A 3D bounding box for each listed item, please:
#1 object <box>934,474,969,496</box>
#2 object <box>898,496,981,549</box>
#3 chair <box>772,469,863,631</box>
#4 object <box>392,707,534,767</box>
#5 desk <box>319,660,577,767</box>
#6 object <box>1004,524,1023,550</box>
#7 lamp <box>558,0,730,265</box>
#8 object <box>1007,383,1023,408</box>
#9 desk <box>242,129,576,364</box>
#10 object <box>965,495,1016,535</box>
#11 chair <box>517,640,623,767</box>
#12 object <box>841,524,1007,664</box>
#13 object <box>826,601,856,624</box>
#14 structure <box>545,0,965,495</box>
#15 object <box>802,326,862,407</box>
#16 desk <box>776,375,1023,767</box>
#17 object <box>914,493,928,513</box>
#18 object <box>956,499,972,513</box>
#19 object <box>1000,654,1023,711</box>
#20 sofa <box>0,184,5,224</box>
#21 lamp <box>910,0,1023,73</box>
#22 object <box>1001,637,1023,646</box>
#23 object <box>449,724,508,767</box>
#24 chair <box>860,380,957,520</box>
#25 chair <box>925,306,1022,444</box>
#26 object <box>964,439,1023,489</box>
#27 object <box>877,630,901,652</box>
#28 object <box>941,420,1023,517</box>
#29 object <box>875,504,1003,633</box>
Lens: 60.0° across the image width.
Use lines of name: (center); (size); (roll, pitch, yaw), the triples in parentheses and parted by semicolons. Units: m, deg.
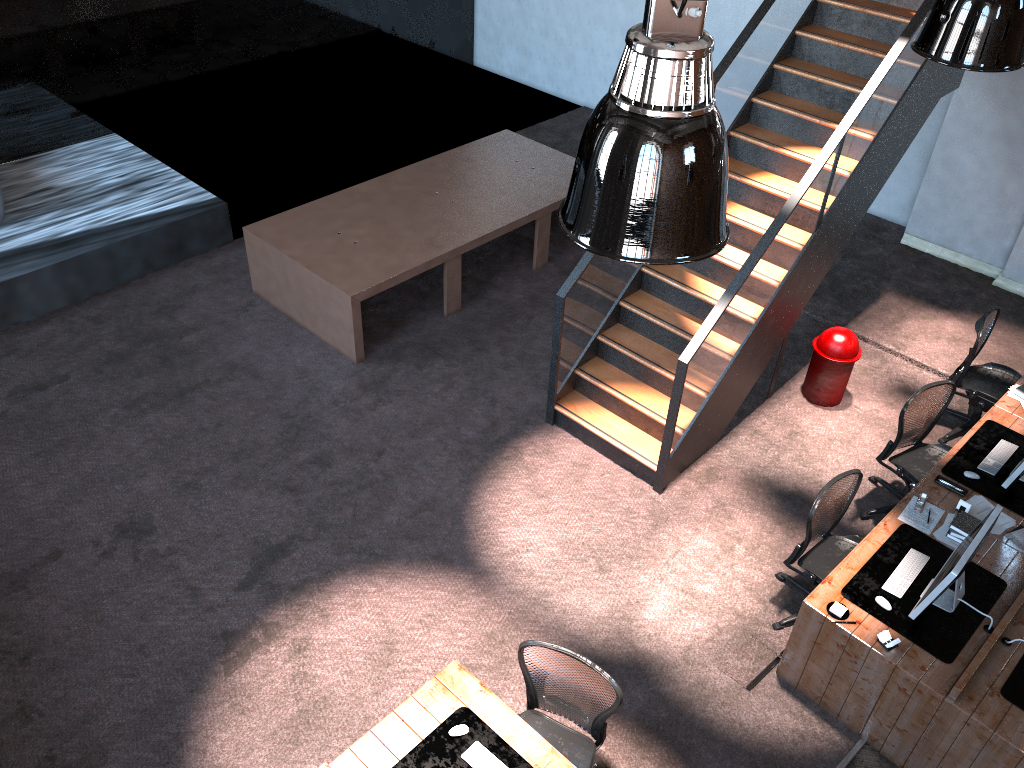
object: (2.997, 0.691, 6.047); (0.215, 0.031, 0.089); (32, 47, 32)
object: (2.801, 0.875, 5.745); (0.478, 0.098, 0.319); (31, 46, 30)
chair: (2.182, 1.139, 5.784); (0.792, 1.085, 0.770); (23, 43, 24)
object: (-0.180, 2.003, 4.197); (0.848, 0.008, 0.687); (32, 47, 31)
desk: (0.561, 3.055, 3.454); (4.117, 0.840, 1.748); (32, 47, 32)
object: (3.250, 0.886, 5.582); (0.178, 0.320, 0.165); (-24, 45, -30)
lamp: (0.390, -1.351, 1.579); (0.445, 2.372, 0.445); (3, 38, -1)
object: (4.026, 0.086, 6.849); (0.325, 0.065, 0.363); (-12, 41, -18)
desk: (-0.740, -1.603, 9.323); (1.650, 0.750, 3.630); (32, 47, 32)
object: (3.140, 0.861, 5.862); (0.246, 0.002, 0.315); (-19, 43, -25)
chair: (0.205, 1.933, 4.651); (0.770, 1.085, 0.792); (10, 39, 8)
object: (2.489, 1.233, 5.347); (0.848, 0.008, 0.687); (-30, 49, -35)
object: (1.910, 1.326, 5.174); (0.158, 0.026, 0.154); (2, 38, -1)
structure: (2.907, -1.857, 7.811); (10.620, 4.603, 5.793); (32, 47, 32)
object: (2.803, -0.176, 7.773); (0.414, 0.707, 0.414); (2, 38, -2)
desk: (3.788, 1.106, 6.129); (4.117, 0.840, 1.748); (-30, 49, -34)
object: (2.722, 0.779, 5.889); (0.054, 0.064, 0.159); (23, 42, 23)
object: (2.970, 0.813, 5.836); (0.076, 0.102, 0.034); (33, 47, 32)
object: (3.170, 1.659, 4.853); (0.848, 0.008, 0.687); (-30, 49, -35)
sofa: (-6.386, -1.761, 8.180); (1.417, 1.137, 2.708); (32, 47, 32)
lamp: (1.952, -2.307, 2.973); (0.445, 2.372, 0.445); (-14, 41, -20)
object: (3.158, 1.494, 4.624); (0.811, 0.578, 0.663); (8, 39, 6)
object: (-0.098, 1.876, 4.335); (0.577, 0.040, 0.139); (32, 47, 32)
chair: (3.126, 0.563, 6.574); (0.792, 1.085, 0.770); (31, 46, 31)
chair: (4.018, -0.048, 7.405); (0.792, 1.085, 0.770); (16, 40, 16)
object: (3.503, 0.400, 6.027); (0.735, 0.576, 0.654); (3, 38, 0)
object: (2.127, 1.442, 5.012); (0.082, 0.063, 0.106); (-17, 43, -24)
object: (3.512, 0.594, 6.221); (0.848, 0.008, 0.687); (-30, 49, -35)
object: (2.581, 1.071, 5.116); (0.610, 0.573, 0.714); (31, 46, 31)
